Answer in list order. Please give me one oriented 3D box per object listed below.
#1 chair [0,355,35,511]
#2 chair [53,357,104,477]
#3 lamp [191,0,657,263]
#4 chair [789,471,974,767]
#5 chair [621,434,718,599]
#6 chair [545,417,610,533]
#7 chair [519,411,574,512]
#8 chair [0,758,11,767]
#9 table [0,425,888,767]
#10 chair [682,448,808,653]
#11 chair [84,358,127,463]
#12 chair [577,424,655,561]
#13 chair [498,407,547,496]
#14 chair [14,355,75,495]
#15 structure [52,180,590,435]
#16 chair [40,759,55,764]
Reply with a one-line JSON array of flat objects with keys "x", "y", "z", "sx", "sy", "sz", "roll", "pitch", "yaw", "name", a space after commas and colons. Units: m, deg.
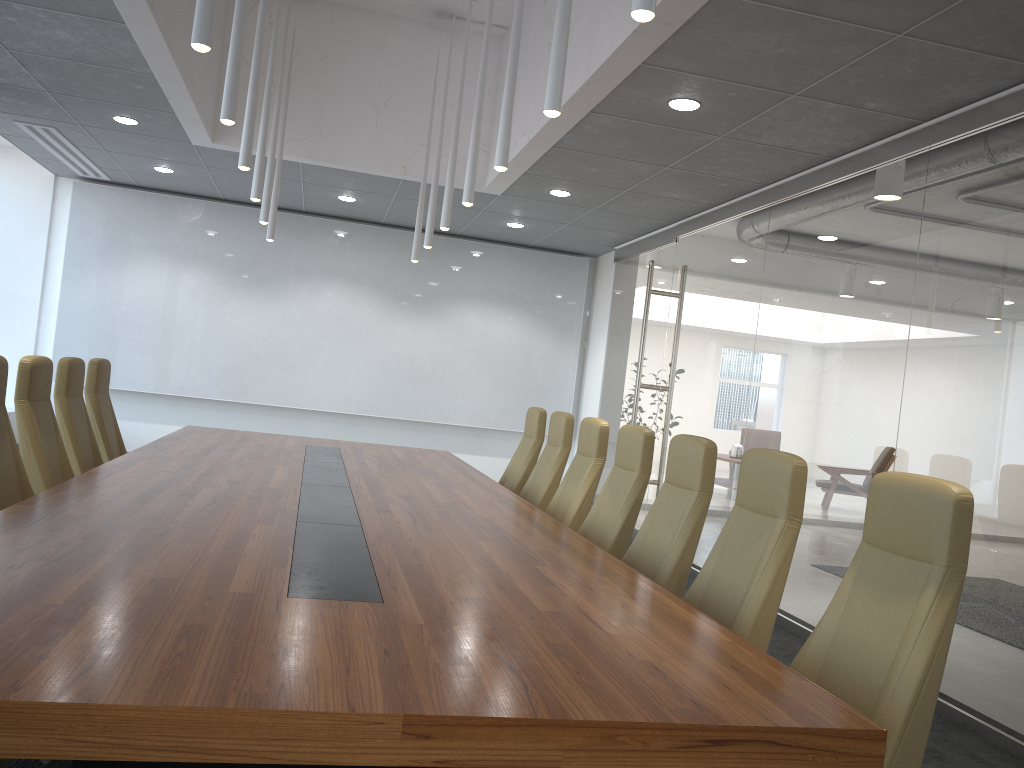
[{"x": -2.292, "y": 0.595, "z": 4.552, "sx": 0.955, "sy": 1.406, "sz": 0.711, "roll": 7, "pitch": 0, "yaw": -13, "name": "chair"}, {"x": -2.636, "y": 0.565, "z": 6.104, "sx": 0.955, "sy": 1.406, "sz": 0.711, "roll": 7, "pitch": 0, "yaw": -13, "name": "chair"}, {"x": -0.676, "y": -2.343, "z": 4.844, "sx": 2.619, "sy": 2.378, "sz": 7.258, "roll": 7, "pitch": 0, "yaw": -13, "name": "lamp"}, {"x": 0.820, "y": 0.943, "z": 2.774, "sx": 0.955, "sy": 1.406, "sz": 0.711, "roll": 7, "pitch": 0, "yaw": -13, "name": "chair"}, {"x": 0.406, "y": 0.906, "z": 4.331, "sx": 0.955, "sy": 1.406, "sz": 0.711, "roll": 7, "pitch": 0, "yaw": -13, "name": "chair"}, {"x": 0.061, "y": 0.876, "z": 5.888, "sx": 0.955, "sy": 1.406, "sz": 0.711, "roll": 7, "pitch": 0, "yaw": -13, "name": "chair"}, {"x": -0.114, "y": 0.861, "z": 6.678, "sx": 0.955, "sy": 1.406, "sz": 0.711, "roll": 7, "pitch": 0, "yaw": -13, "name": "chair"}, {"x": -1.774, "y": 0.639, "z": 2.211, "sx": 0.955, "sy": 1.406, "sz": 0.711, "roll": 7, "pitch": 0, "yaw": -13, "name": "chair"}, {"x": -1.063, "y": 0.995, "z": 4.821, "sx": 2.300, "sy": 0.895, "sz": 6.500, "roll": 7, "pitch": 0, "yaw": -13, "name": "table"}, {"x": 0.578, "y": 0.920, "z": 3.554, "sx": 0.955, "sy": 1.406, "sz": 0.711, "roll": 7, "pitch": 0, "yaw": -13, "name": "chair"}, {"x": -2.808, "y": 0.551, "z": 6.882, "sx": 0.955, "sy": 1.406, "sz": 0.711, "roll": 7, "pitch": 0, "yaw": -13, "name": "chair"}, {"x": 0.233, "y": 0.891, "z": 5.112, "sx": 0.955, "sy": 1.406, "sz": 0.711, "roll": 7, "pitch": 0, "yaw": -13, "name": "chair"}, {"x": -0.286, "y": 0.847, "z": 7.458, "sx": 0.955, "sy": 1.406, "sz": 0.711, "roll": 7, "pitch": 0, "yaw": -13, "name": "chair"}, {"x": -2.468, "y": 0.580, "z": 5.347, "sx": 0.955, "sy": 1.406, "sz": 0.711, "roll": 7, "pitch": 0, "yaw": -13, "name": "chair"}, {"x": -0.808, "y": -0.747, "z": 4.849, "sx": 6.600, "sy": 2.466, "sz": 13.989, "roll": 7, "pitch": 0, "yaw": -13, "name": "structure"}, {"x": -1.944, "y": 0.624, "z": 2.977, "sx": 0.955, "sy": 1.406, "sz": 0.711, "roll": 7, "pitch": 0, "yaw": -13, "name": "chair"}]
